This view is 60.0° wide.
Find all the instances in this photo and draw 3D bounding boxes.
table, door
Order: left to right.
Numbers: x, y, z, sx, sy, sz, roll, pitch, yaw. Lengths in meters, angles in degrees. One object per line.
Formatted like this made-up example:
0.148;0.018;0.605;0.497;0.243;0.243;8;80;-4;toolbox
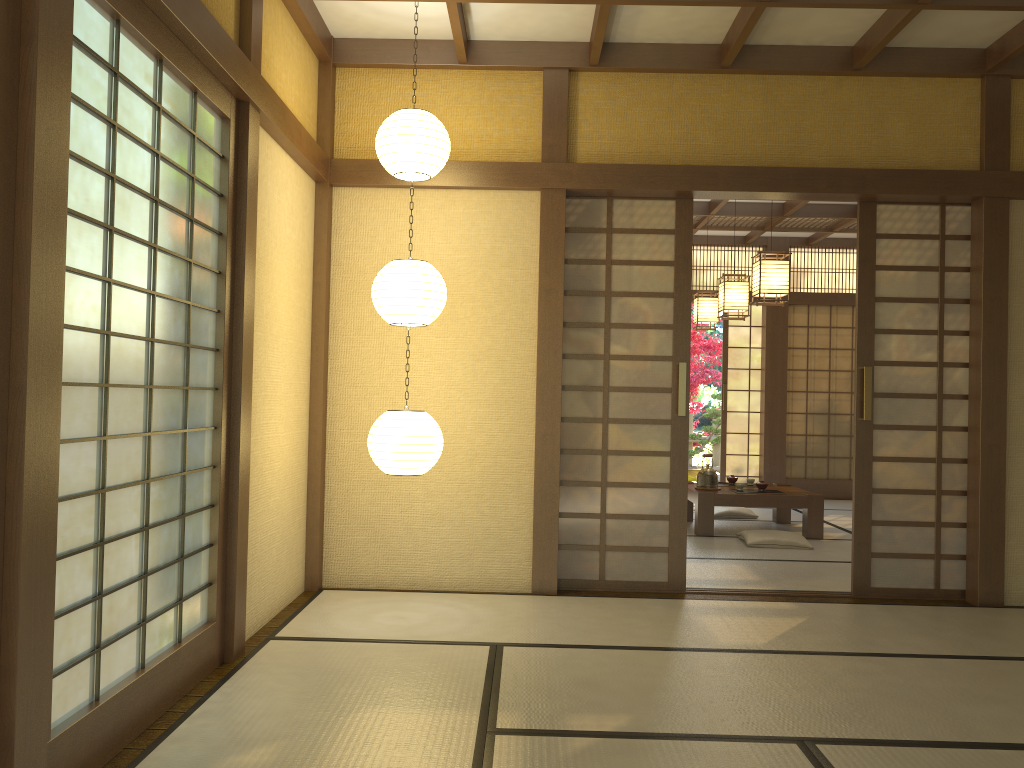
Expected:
-1.168;-0.039;2.082;0.140;2.230;2.890;1;-1;1;door
0.392;0.025;5.023;1.230;2.265;0.076;1;-1;1;door
1.991;1.058;7.567;1.000;0.350;1.000;1;-1;1;table
3.389;0.217;10.302;1.894;2.380;0.073;1;-1;1;door
2.556;0.074;4.987;1.230;2.265;0.076;1;-1;1;door

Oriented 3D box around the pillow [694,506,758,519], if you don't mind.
2.025;1.213;8.423;0.496;0.107;0.486;1;-1;-6;pillow

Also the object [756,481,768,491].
2.063;0.840;7.319;0.100;0.080;0.100;1;-1;1;object

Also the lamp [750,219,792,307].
1.903;-1.131;6.499;0.240;1.129;0.240;1;-1;1;lamp

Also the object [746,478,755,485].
2.119;0.868;7.876;0.074;0.052;0.073;0;-1;44;object

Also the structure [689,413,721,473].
2.624;0.980;12.908;7.456;1.136;0.245;1;-1;1;structure

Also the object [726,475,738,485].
1.949;0.847;7.848;0.100;0.080;0.100;1;-1;1;object

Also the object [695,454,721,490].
1.651;0.735;7.464;0.219;0.296;0.226;1;-1;-4;object

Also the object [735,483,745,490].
1.895;0.855;7.372;0.074;0.052;0.073;0;-1;44;object

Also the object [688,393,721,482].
2.664;0.759;12.277;1.032;1.362;0.586;1;-1;27;object

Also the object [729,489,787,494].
2.022;0.886;7.307;0.400;0.007;0.300;1;-1;1;object

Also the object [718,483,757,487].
1.996;0.895;7.875;0.400;0.007;0.300;1;-1;1;object

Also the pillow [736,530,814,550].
1.999;1.184;6.784;0.486;0.107;0.496;1;-1;5;pillow

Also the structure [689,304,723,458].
1.877;-0.414;13.775;3.412;4.004;3.045;1;-1;34;structure

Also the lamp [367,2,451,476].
-0.487;-0.716;4.266;0.363;2.297;0.363;1;-1;1;lamp

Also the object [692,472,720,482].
2.595;1.310;12.256;1.260;0.276;1.147;1;-1;-3;object

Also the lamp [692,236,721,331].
1.941;-1.090;8.828;0.240;1.129;0.240;1;-1;1;lamp

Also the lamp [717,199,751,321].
1.922;-1.111;7.664;0.240;1.129;0.240;1;-1;1;lamp
